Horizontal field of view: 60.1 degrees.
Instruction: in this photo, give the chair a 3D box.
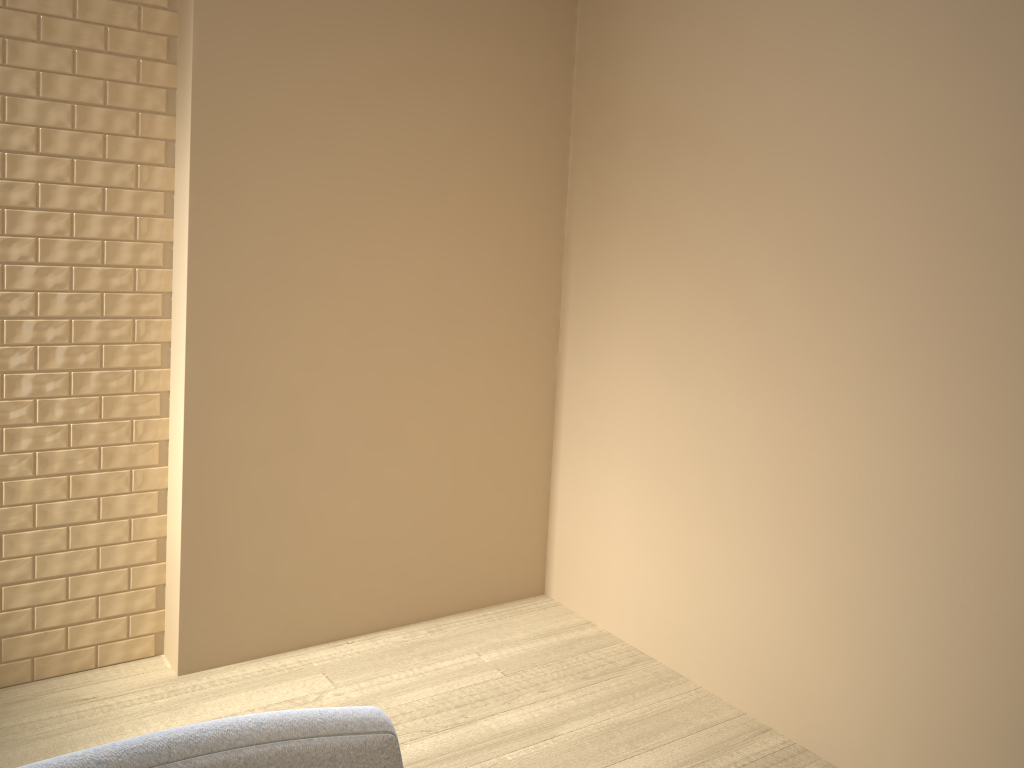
[{"bbox_3d":[-0.126,0.660,0.347,0.400,0.822,0.509,-1,7,-35],"label":"chair"}]
